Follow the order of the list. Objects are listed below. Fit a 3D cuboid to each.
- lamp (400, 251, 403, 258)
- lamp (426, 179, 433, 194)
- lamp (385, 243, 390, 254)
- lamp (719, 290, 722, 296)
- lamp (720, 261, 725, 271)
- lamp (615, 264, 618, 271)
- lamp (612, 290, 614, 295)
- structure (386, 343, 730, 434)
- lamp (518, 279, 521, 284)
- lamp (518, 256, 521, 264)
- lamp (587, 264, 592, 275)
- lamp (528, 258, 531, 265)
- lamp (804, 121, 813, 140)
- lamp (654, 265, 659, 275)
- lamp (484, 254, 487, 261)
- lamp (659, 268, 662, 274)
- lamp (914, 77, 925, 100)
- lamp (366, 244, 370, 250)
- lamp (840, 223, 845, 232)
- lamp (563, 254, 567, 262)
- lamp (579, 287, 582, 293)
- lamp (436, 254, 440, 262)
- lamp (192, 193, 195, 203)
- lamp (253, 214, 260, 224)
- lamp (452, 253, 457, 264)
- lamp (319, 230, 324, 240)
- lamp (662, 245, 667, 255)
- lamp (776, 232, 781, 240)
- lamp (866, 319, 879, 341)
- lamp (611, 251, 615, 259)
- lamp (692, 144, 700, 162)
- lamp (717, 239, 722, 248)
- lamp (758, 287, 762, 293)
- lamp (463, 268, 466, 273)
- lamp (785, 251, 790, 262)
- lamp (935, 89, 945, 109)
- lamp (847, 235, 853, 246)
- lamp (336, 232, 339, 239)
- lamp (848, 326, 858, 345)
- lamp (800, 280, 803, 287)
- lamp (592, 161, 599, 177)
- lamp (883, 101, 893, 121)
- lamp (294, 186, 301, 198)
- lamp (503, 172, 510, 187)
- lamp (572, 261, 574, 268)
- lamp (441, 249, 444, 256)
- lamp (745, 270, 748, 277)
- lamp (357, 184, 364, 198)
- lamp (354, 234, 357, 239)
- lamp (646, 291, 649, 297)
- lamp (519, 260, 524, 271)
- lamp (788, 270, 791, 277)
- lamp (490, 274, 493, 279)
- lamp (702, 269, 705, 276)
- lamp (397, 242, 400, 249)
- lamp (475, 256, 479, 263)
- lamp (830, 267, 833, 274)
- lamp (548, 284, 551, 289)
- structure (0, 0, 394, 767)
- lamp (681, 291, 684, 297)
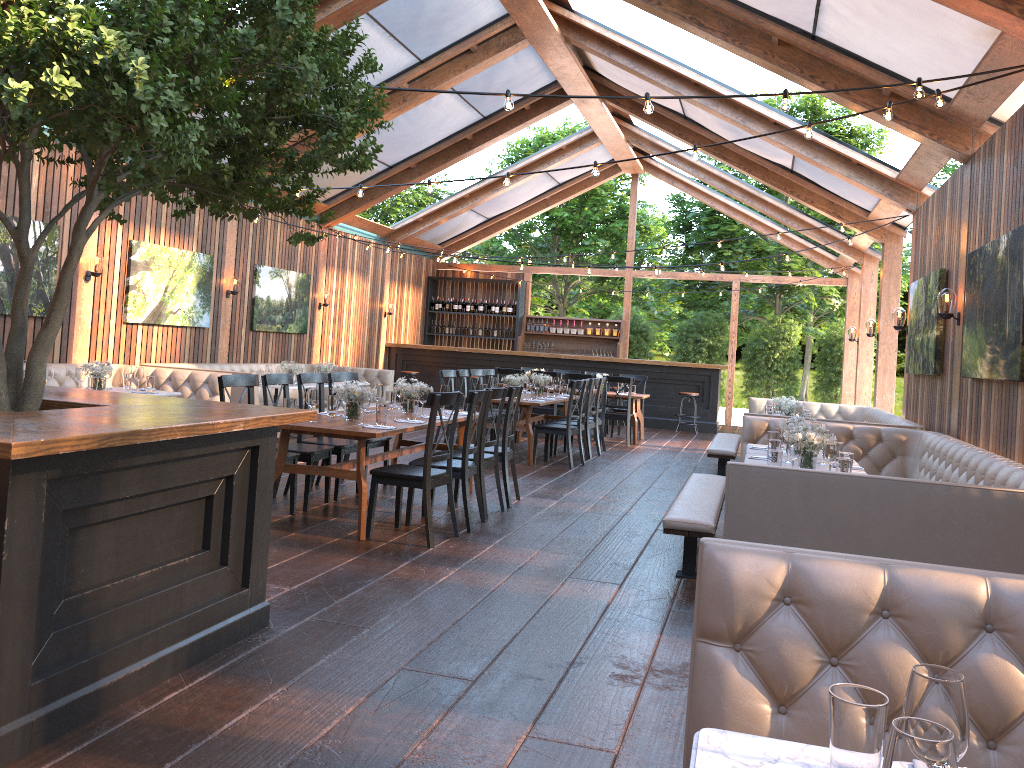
[{"bbox_3d":[-1.788,-2.096,14.326,0.056,0.121,0.056,3,-1,31],"label":"lamp"},{"bbox_3d":[-0.673,-1.623,7.276,0.056,0.121,0.056,4,-1,-9],"label":"lamp"},{"bbox_3d":[-1.399,-1.526,9.979,0.056,0.121,0.056,4,-1,3],"label":"lamp"},{"bbox_3d":[3.995,-1.741,16.943,0.056,0.121,0.056,4,-1,-19],"label":"lamp"},{"bbox_3d":[2.400,-1.342,10.083,0.056,0.120,0.056,4,-1,13],"label":"lamp"},{"bbox_3d":[1.819,-2.020,15.368,0.056,0.121,0.056,3,-1,41],"label":"lamp"},{"bbox_3d":[2.075,-1.882,18.164,0.059,0.119,0.056,4,-1,-11],"label":"lamp"},{"bbox_3d":[0.773,0.036,17.524,6.808,1.277,0.855,4,0,16],"label":"structure"},{"bbox_3d":[0.172,-2.241,19.401,0.056,0.119,0.061,3,-1,22],"label":"lamp"},{"bbox_3d":[0.112,-1.837,13.072,0.056,0.121,0.056,4,-1,-16],"label":"lamp"},{"bbox_3d":[0.875,-1.295,10.011,0.056,0.121,0.056,4,-1,15],"label":"lamp"},{"bbox_3d":[0.297,-2.125,15.342,0.056,0.120,0.056,4,-1,-28],"label":"lamp"},{"bbox_3d":[1.906,-1.629,5.676,0.056,0.121,0.056,3,-1,40],"label":"lamp"},{"bbox_3d":[1.642,-1.292,10.039,0.056,0.120,0.056,4,-1,-24],"label":"lamp"},{"bbox_3d":[-0.461,-2.193,15.332,0.056,0.120,0.056,4,-1,-24],"label":"lamp"},{"bbox_3d":[2.577,-1.973,15.388,0.056,0.121,0.056,3,-1,35],"label":"lamp"},{"bbox_3d":[2.263,-1.641,4.919,0.065,0.118,0.056,4,-1,-26],"label":"lamp"},{"bbox_3d":[-2.406,-2.284,14.743,0.056,0.118,0.066,3,-1,45],"label":"lamp"},{"bbox_3d":[3.977,-1.885,10.646,0.056,0.118,0.064,4,-1,-11],"label":"lamp"},{"bbox_3d":[0.759,-1.798,12.655,0.057,0.120,0.056,4,-1,10],"label":"lamp"},{"bbox_3d":[1.447,-1.978,18.593,0.056,0.121,0.056,4,-1,-42],"label":"lamp"},{"bbox_3d":[-1.158,-1.976,13.904,0.056,0.121,0.056,4,-1,-40],"label":"lamp"},{"bbox_3d":[-3.611,-2.103,10.008,0.060,0.119,0.056,3,-1,38],"label":"lamp"},{"bbox_3d":[-2.885,-1.870,9.991,0.071,0.116,0.056,3,-1,38],"label":"lamp"},{"bbox_3d":[-0.644,-1.413,9.969,0.056,0.121,0.056,3,-1,35],"label":"lamp"},{"bbox_3d":[-2.147,-1.678,9.982,0.056,0.121,0.056,3,-1,44],"label":"lamp"},{"bbox_3d":[2.044,-1.795,11.859,0.056,0.121,0.056,4,-1,-8],"label":"lamp"},{"bbox_3d":[3.328,-1.847,11.032,0.056,0.114,0.075,4,0,14],"label":"lamp"},{"bbox_3d":[5.239,-0.790,12.880,0.178,0.320,0.146,4,-1,16],"label":"lamp"},{"bbox_3d":[1.399,-1.787,12.251,0.056,0.121,0.056,3,-1,30],"label":"lamp"},{"bbox_3d":[1.261,-1.584,6.067,0.056,0.121,0.056,3,-1,28],"label":"lamp"},{"bbox_3d":[2.677,-1.816,11.430,0.056,0.114,0.075,4,0,-29],"label":"lamp"},{"bbox_3d":[4.628,-1.758,16.507,0.065,0.118,0.056,4,-1,18],"label":"lamp"},{"bbox_3d":[-1.085,-2.585,20.207,0.056,0.118,0.066,4,-1,2],"label":"lamp"},{"bbox_3d":[3.154,-1.458,10.124,0.059,0.120,0.056,4,-1,-43],"label":"lamp"},{"bbox_3d":[2.563,-1.708,5.292,0.056,0.120,0.056,4,-1,-18],"label":"lamp"},{"bbox_3d":[3.890,-1.649,10.185,0.069,0.117,0.056,4,-1,23],"label":"lamp"},{"bbox_3d":[-2.992,-2.549,15.175,0.056,0.118,0.065,4,-1,-24],"label":"lamp"},{"bbox_3d":[5.987,-0.853,15.534,0.178,0.320,0.146,4,-1,16],"label":"lamp"},{"bbox_3d":[5.266,-1.833,16.106,0.056,0.120,0.056,3,-1,24],"label":"lamp"},{"bbox_3d":[0.612,-1.570,6.464,0.056,0.121,0.056,3,-1,25],"label":"lamp"},{"bbox_3d":[2.314,-1.680,5.437,0.056,0.121,0.056,3,-1,19],"label":"lamp"},{"bbox_3d":[-1.957,-1.755,8.086,0.067,0.117,0.056,4,-1,-21],"label":"lamp"},{"bbox_3d":[-0.039,-1.585,6.864,0.056,0.121,0.056,4,-1,-33],"label":"lamp"},{"bbox_3d":[1.063,-2.069,15.343,0.056,0.120,0.056,3,-1,22],"label":"lamp"},{"bbox_3d":[-1.216,-2.281,15.326,0.056,0.119,0.059,4,-1,-31],"label":"lamp"},{"bbox_3d":[4.098,-1.922,15.442,0.056,0.121,0.056,4,-1,9],"label":"lamp"},{"bbox_3d":[-1.316,-1.678,7.687,0.056,0.121,0.056,3,-1,31],"label":"lamp"},{"bbox_3d":[-2.710,-2.543,15.322,0.056,0.120,0.056,4,-1,-23],"label":"lamp"},{"bbox_3d":[2.718,-1.812,17.765,0.056,0.121,0.056,4,-1,-16],"label":"lamp"},{"bbox_3d":[0.111,-1.338,9.998,0.056,0.120,0.056,3,-1,21],"label":"lamp"},{"bbox_3d":[4.860,-1.937,15.475,0.056,0.121,0.056,4,-1,-6],"label":"lamp"},{"bbox_3d":[-0.456,-2.403,19.817,0.058,0.120,0.056,4,-1,-30],"label":"lamp"},{"bbox_3d":[3.335,-1.937,15.410,0.056,0.121,0.056,3,-1,32],"label":"lamp"},{"bbox_3d":[-1.961,-2.396,15.339,0.061,0.119,0.056,3,-1,32],"label":"lamp"},{"bbox_3d":[-0.528,-1.898,13.477,0.056,0.119,0.059,4,-1,-5],"label":"lamp"},{"bbox_3d":[5.604,-1.993,15.529,0.056,0.118,0.067,3,-1,23],"label":"lamp"},{"bbox_3d":[0.803,-2.099,18.990,0.056,0.119,0.060,4,-1,15],"label":"lamp"},{"bbox_3d":[-1.965,-0.772,3.612,2.718,3.701,2.845,4,0,24],"label":"structure"},{"bbox_3d":[3.350,-1.764,17.346,0.056,0.121,0.056,4,-1,-22],"label":"lamp"}]
